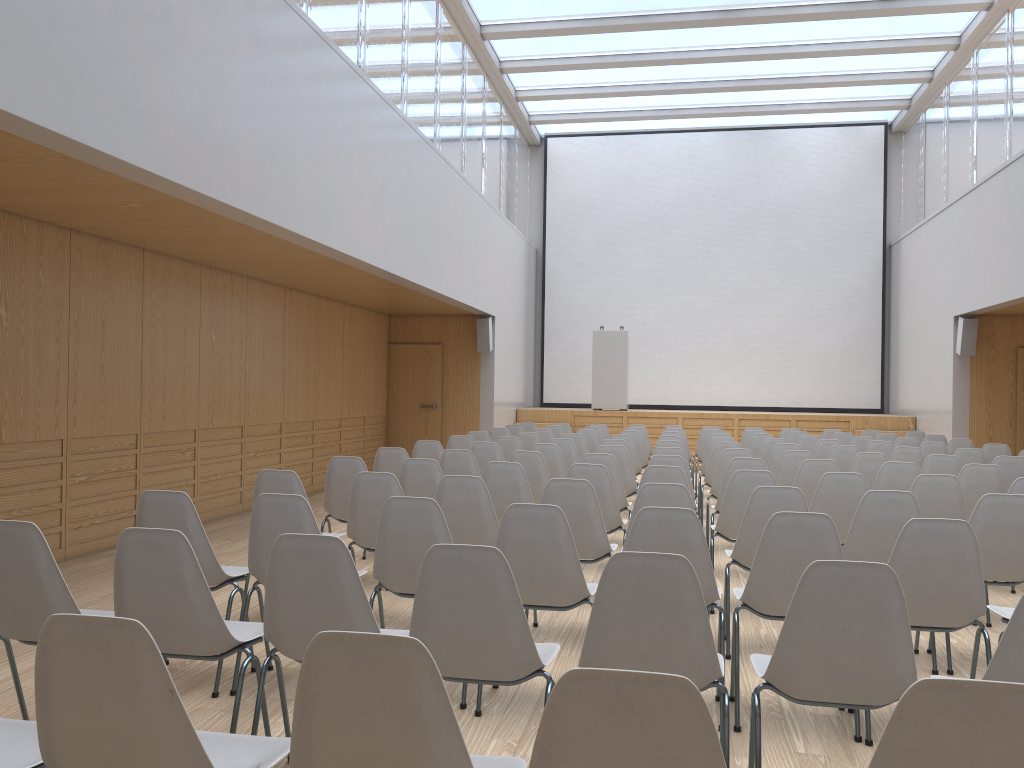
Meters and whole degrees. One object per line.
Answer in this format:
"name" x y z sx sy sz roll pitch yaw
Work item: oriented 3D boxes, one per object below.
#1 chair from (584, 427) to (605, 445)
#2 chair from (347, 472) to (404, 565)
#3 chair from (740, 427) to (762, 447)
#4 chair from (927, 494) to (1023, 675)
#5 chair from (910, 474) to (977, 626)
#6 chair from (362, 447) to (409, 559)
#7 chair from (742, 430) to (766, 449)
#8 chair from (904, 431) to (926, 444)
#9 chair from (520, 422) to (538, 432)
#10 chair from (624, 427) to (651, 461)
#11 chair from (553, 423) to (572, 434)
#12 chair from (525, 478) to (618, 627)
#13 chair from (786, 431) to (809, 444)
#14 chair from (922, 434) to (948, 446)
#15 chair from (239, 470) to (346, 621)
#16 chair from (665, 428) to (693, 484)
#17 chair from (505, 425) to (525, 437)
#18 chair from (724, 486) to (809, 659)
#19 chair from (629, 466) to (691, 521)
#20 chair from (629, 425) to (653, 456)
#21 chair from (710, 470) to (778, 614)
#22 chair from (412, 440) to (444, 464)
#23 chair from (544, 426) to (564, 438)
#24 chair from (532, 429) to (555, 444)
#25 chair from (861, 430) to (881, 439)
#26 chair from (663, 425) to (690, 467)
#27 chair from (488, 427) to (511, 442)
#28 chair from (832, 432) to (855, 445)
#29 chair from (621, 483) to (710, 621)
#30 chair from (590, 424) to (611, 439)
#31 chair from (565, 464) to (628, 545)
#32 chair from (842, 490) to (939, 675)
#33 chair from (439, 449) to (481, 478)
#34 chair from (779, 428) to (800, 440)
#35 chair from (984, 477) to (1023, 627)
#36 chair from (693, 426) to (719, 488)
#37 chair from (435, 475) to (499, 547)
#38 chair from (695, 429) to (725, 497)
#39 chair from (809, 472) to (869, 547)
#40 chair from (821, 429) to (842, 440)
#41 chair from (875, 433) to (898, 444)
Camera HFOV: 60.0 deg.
"chair" 1.091 0.993 11.732 0.479 0.876 0.505 1 0 11
"chair" -0.694 0.914 5.015 0.479 0.876 0.505 1 0 11
"chair" 3.334 1.032 12.327 0.479 0.876 0.505 1 0 11
"chair" 2.366 0.957 4.410 0.479 0.876 0.505 1 0 11
"chair" 2.523 0.967 5.417 0.479 0.876 0.505 1 0 11
"chair" -0.882 0.926 7.037 0.479 0.876 0.505 1 0 11
"chair" 3.121 1.022 11.420 0.479 0.876 0.505 1 0 11
"chair" 5.386 1.062 11.982 0.479 0.876 0.505 1 0 11
"chair" 0.271 0.989 12.945 0.479 0.876 0.505 1 0 11
"chair" 1.615 1.001 11.693 0.479 0.876 0.505 1 0 11
"chair" 0.741 0.995 12.773 0.479 0.876 0.505 1 0 11
"chair" 0.334 0.928 4.811 0.479 0.876 0.505 1 0 11
"chair" 3.615 1.029 11.298 0.479 0.876 0.505 1 0 11
"chair" 5.161 1.051 10.966 0.479 0.876 0.505 1 0 11
"chair" -1.230 0.906 5.046 0.479 0.876 0.505 1 0 11
"chair" 2.119 1.007 11.538 0.479 0.876 0.505 1 0 11
"chair" 0.065 0.979 11.995 0.479 0.876 0.505 1 0 11
"chair" 1.348 0.943 4.602 0.479 0.876 0.505 1 0 11
"chair" 0.978 0.945 5.718 0.479 0.876 0.505 1 0 11
"chair" 1.794 1.011 12.658 0.479 0.876 0.505 1 0 11
"chair" 1.474 0.952 5.513 0.479 0.876 0.505 1 0 11
"chair" -0.698 0.937 8.040 0.479 0.876 0.505 1 0 11
"chair" 0.580 0.986 11.869 0.479 0.876 0.505 1 0 11
"chair" 0.402 0.975 10.844 0.479 0.876 0.505 1 0 11
"chair" 4.856 1.054 12.110 0.479 0.876 0.505 1 0 11
"chair" 2.290 1.018 12.593 0.479 0.876 0.505 1 0 11
"chair" -0.118 0.968 11.002 0.479 0.876 0.505 1 0 11
"chair" 4.131 1.036 11.160 0.479 0.876 0.505 1 0 11
"chair" 0.798 0.935 4.664 0.479 0.876 0.505 1 0 11
"chair" 1.257 1.003 12.718 0.479 0.876 0.505 1 0 11
"chair" 0.514 0.939 5.776 0.479 0.876 0.505 1 0 11
"chair" 1.848 0.950 4.488 0.479 0.876 0.505 1 0 11
"chair" -0.374 0.934 6.961 0.479 0.876 0.505 1 0 11
"chair" 3.831 1.040 12.293 0.479 0.876 0.505 1 0 11
"chair" 3.031 0.974 5.303 0.479 0.876 0.505 1 0 11
"chair" 2.778 1.025 12.453 0.479 0.876 0.505 1 0 11
"chair" -0.222 0.920 4.898 0.479 0.876 0.505 1 0 11
"chair" 2.618 1.015 11.486 0.479 0.876 0.505 1 0 11
"chair" 1.988 0.959 5.458 0.479 0.876 0.505 1 0 11
"chair" 4.355 1.047 12.176 0.479 0.876 0.505 1 0 11
"chair" 4.643 1.044 11.123 0.479 0.876 0.505 1 0 11
